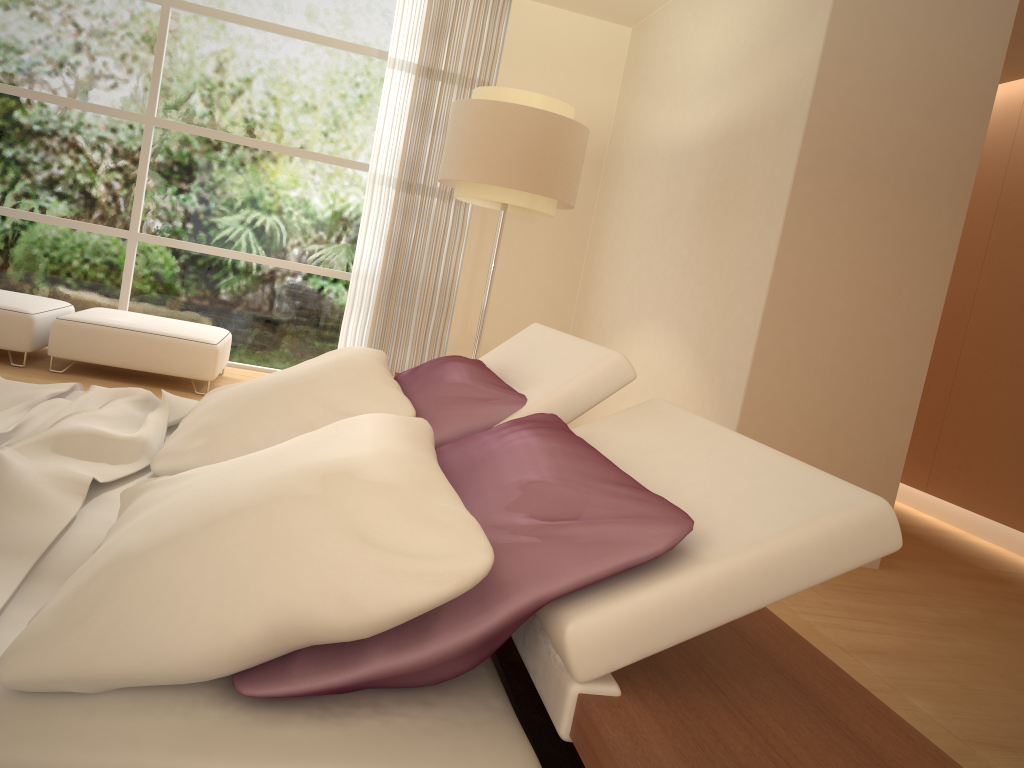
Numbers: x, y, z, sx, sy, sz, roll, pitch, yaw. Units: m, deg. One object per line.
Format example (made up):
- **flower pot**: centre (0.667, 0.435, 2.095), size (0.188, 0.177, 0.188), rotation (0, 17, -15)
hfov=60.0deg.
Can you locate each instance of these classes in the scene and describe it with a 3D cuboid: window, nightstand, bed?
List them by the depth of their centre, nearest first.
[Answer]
- **bed**: centre (-1.261, 0.329, 1.685), size (2.535, 0.570, 2.599), rotation (10, 7, -13)
- **nightstand**: centre (0.086, 0.564, 2.064), size (0.493, 0.539, 4.220), rotation (10, 7, -13)
- **window**: centre (-2.631, -1.915, 6.447), size (4.781, 3.371, 0.071), rotation (10, 7, -13)

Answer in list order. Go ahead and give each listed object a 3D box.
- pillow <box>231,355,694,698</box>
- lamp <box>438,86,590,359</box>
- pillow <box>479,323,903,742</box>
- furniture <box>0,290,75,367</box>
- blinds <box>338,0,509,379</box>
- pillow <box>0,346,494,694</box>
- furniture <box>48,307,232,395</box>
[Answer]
- **pillow**: centre (-0.216, 0.158, 1.930), size (0.575, 0.369, 1.683), rotation (10, 7, -13)
- **lamp**: centre (-0.125, -0.565, 4.975), size (0.817, 2.018, 0.817), rotation (15, 7, 29)
- **pillow**: centre (0.110, 0.139, 2.006), size (0.461, 0.457, 1.779), rotation (9, 7, -14)
- **furniture**: centre (-3.361, -0.404, 5.525), size (0.965, 0.346, 0.964), rotation (10, 7, -13)
- **blinds**: centre (-0.669, -1.540, 6.603), size (0.814, 3.351, 0.202), rotation (9, 7, -14)
- **pillow**: centre (-0.477, 0.129, 1.863), size (0.561, 0.339, 1.720), rotation (10, 7, -13)
- **furniture**: centre (-2.367, -0.237, 5.762), size (0.965, 0.346, 0.964), rotation (10, 7, -13)
